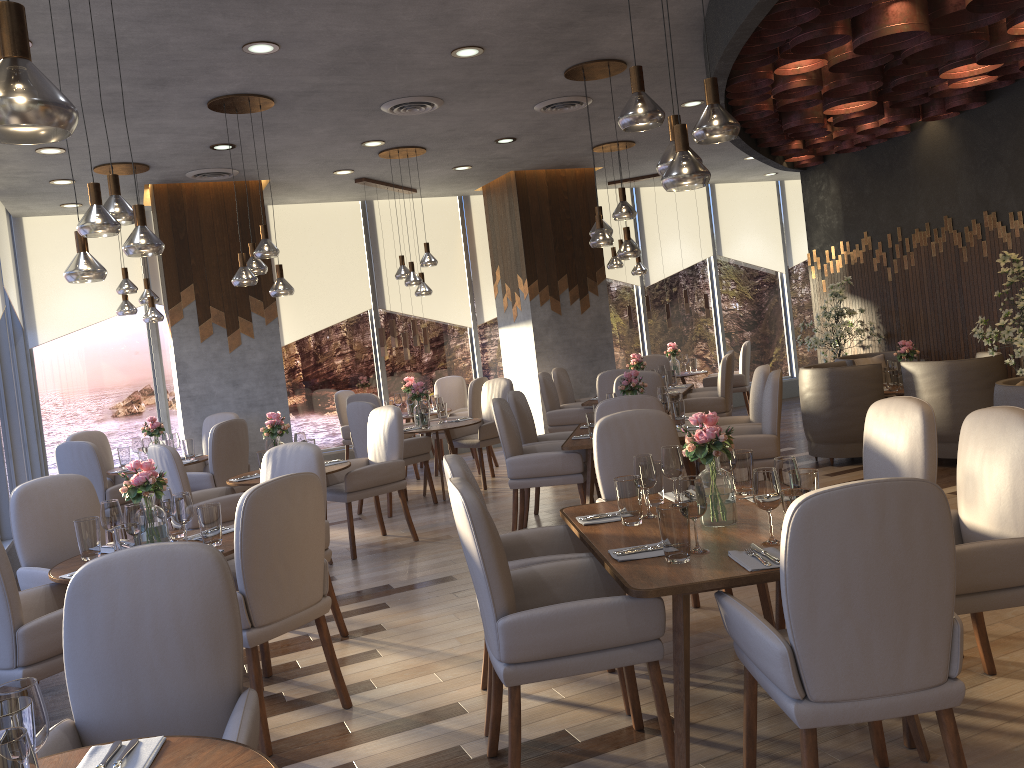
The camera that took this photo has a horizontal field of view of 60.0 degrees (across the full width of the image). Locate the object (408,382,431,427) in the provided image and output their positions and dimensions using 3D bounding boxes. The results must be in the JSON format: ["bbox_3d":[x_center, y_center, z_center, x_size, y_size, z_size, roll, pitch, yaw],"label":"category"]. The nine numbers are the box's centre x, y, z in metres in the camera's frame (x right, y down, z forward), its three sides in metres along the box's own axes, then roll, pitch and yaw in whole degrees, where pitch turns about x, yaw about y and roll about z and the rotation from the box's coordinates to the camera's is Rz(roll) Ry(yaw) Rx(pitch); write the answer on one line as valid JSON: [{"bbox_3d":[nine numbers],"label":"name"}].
[{"bbox_3d":[-0.858,0.186,8.256,0.210,0.415,0.198,-6,2,25],"label":"object"}]

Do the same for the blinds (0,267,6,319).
[{"bbox_3d":[-4.472,-1.672,7.466,0.007,2.678,1.173,-7,2,-23],"label":"blinds"}]

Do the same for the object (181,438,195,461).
[{"bbox_3d":[-2.766,0.563,7.591,0.102,0.178,0.102,-5,3,39],"label":"object"}]

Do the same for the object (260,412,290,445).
[{"bbox_3d":[-1.642,0.398,6.194,0.210,0.415,0.198,-5,2,40],"label":"object"}]

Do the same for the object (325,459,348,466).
[{"bbox_3d":[-1.298,0.556,6.227,0.255,0.019,0.157,-9,4,-38],"label":"object"}]

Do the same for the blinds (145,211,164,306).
[{"bbox_3d":[-3.499,-1.925,9.908,1.175,2.678,0.007,-7,2,-23],"label":"blinds"}]

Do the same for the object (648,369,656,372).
[{"bbox_3d":[1.394,-0.021,8.776,0.092,0.244,0.092,-7,2,-27],"label":"object"}]

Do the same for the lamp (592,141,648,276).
[{"bbox_3d":[1.107,-1.758,9.016,0.440,1.325,0.439,-8,2,-38],"label":"lamp"}]

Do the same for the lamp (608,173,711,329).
[{"bbox_3d":[1.888,-1.672,11.178,1.160,1.929,0.118,-6,2,22],"label":"lamp"}]

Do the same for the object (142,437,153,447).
[{"bbox_3d":[-3.037,0.572,7.401,0.092,0.244,0.092,-8,2,-42],"label":"object"}]

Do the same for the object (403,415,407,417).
[{"bbox_3d":[-1.231,0.351,9.550,0.157,0.019,0.255,-5,4,22],"label":"object"}]

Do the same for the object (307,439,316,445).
[{"bbox_3d":[-1.445,0.487,6.318,0.102,0.178,0.102,-7,2,-2],"label":"object"}]

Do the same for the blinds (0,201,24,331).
[{"bbox_3d":[-4.982,-1.874,8.609,0.007,2.678,1.173,-7,2,-23],"label":"blinds"}]

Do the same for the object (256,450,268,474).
[{"bbox_3d":[-1.635,0.535,5.889,0.102,0.178,0.102,-6,2,16],"label":"object"}]

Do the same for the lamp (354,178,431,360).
[{"bbox_3d":[-1.257,-1.227,9.742,0.118,1.929,1.163,-6,2,22],"label":"lamp"}]

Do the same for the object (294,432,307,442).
[{"bbox_3d":[-1.475,0.464,6.211,0.092,0.244,0.092,-5,2,32],"label":"object"}]

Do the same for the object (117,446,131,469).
[{"bbox_3d":[-3.286,0.626,7.524,0.102,0.178,0.102,-7,2,-12],"label":"object"}]

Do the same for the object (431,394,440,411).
[{"bbox_3d":[-0.839,0.209,9.820,0.102,0.178,0.102,-7,2,-20],"label":"object"}]

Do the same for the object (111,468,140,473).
[{"bbox_3d":[-3.170,0.705,7.327,0.157,0.019,0.255,-5,4,28],"label":"object"}]

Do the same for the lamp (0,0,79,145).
[{"bbox_3d":[-1.025,-1.064,1.460,0.440,1.325,0.439,-7,2,-24],"label":"lamp"}]

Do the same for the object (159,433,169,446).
[{"bbox_3d":[-3.023,0.552,7.712,0.092,0.244,0.092,-6,2,7],"label":"object"}]

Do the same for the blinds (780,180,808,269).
[{"bbox_3d":[4.486,-3.108,13.326,1.175,2.678,0.007,-7,2,-23],"label":"blinds"}]

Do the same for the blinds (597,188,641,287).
[{"bbox_3d":[1.071,-2.586,11.864,1.175,2.678,0.007,-7,2,-23],"label":"blinds"}]

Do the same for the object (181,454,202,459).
[{"bbox_3d":[-2.866,0.642,7.795,0.157,0.019,0.255,-5,4,27],"label":"object"}]

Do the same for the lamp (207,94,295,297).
[{"bbox_3d":[-1.768,-1.252,6.046,0.440,1.325,0.439,-7,2,-21],"label":"lamp"}]

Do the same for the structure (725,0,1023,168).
[{"bbox_3d":[2.603,-2.219,4.888,2.753,0.556,9.469,-6,3,7],"label":"structure"}]

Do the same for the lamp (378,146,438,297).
[{"bbox_3d":[-0.932,-1.473,8.162,0.440,1.325,0.439,-7,2,-16],"label":"lamp"}]

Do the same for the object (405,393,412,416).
[{"bbox_3d":[-1.108,0.218,9.640,0.092,0.244,0.092,-5,2,41],"label":"object"}]

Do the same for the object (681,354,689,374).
[{"bbox_3d":[2.200,-0.257,11.250,0.092,0.244,0.092,-8,2,-32],"label":"object"}]

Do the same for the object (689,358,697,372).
[{"bbox_3d":[2.305,-0.238,11.291,0.102,0.178,0.102,-8,3,-38],"label":"object"}]

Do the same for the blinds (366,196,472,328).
[{"bbox_3d":[-1.186,-1.955,10.891,1.175,2.678,0.007,-7,2,-23],"label":"blinds"}]

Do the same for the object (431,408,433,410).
[{"bbox_3d":[-0.954,0.290,10.036,0.157,0.019,0.255,-5,4,28],"label":"object"}]

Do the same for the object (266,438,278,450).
[{"bbox_3d":[-1.614,0.493,5.994,0.092,0.244,0.092,-8,2,-37],"label":"object"}]

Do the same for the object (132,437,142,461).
[{"bbox_3d":[-3.185,0.580,7.551,0.092,0.244,0.092,-7,2,-21],"label":"object"}]

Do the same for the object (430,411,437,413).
[{"bbox_3d":[-0.847,0.300,9.657,0.255,0.019,0.158,-5,4,24],"label":"object"}]

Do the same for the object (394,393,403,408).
[{"bbox_3d":[-1.251,0.226,9.786,0.092,0.244,0.092,-5,2,45],"label":"object"}]

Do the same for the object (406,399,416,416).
[{"bbox_3d":[-1.075,0.253,9.536,0.102,0.178,0.102,-8,3,-42],"label":"object"}]

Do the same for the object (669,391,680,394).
[{"bbox_3d":[1.502,0.088,8.643,0.255,0.019,0.158,-5,4,21],"label":"object"}]

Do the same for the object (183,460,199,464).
[{"bbox_3d":[-2.773,0.654,7.428,0.255,0.019,0.158,-5,4,23],"label":"object"}]

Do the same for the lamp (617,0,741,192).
[{"bbox_3d":[0.550,-1.347,3.181,0.439,1.325,0.440,-6,2,16],"label":"lamp"}]

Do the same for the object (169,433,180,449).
[{"bbox_3d":[-2.875,0.544,7.564,0.092,0.244,0.092,-8,2,-42],"label":"object"}]

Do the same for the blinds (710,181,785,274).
[{"bbox_3d":[3.353,-2.883,12.840,1.175,2.678,0.007,-7,2,-23],"label":"blinds"}]

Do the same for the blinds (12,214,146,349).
[{"bbox_3d":[-4.641,-1.765,9.419,1.175,2.678,0.007,-7,2,-23],"label":"blinds"}]

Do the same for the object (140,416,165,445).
[{"bbox_3d":[-3.045,0.478,7.551,0.197,0.415,0.210,-6,2,14],"label":"object"}]

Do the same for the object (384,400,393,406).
[{"bbox_3d":[-1.350,0.272,9.755,0.102,0.178,0.102,-6,2,16],"label":"object"}]

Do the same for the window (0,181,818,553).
[{"bbox_3d":[-1.446,-0.700,7.750,8.051,3.196,16.159,-5,4,22],"label":"window"}]

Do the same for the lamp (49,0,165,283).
[{"bbox_3d":[-1.789,-1.117,3.830,0.440,1.325,0.439,-8,2,-30],"label":"lamp"}]

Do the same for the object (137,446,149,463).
[{"bbox_3d":[-3.017,0.609,7.293,0.102,0.178,0.102,-7,2,-6],"label":"object"}]

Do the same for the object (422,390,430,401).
[{"bbox_3d":[-0.949,0.191,9.794,0.092,0.244,0.092,-6,2,26],"label":"object"}]

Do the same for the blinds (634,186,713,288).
[{"bbox_3d":[2.213,-2.723,12.352,1.175,2.678,0.007,-7,2,-23],"label":"blinds"}]

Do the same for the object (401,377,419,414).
[{"bbox_3d":[-1.112,0.122,9.815,0.210,0.415,0.198,-7,2,-10],"label":"object"}]

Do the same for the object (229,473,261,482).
[{"bbox_3d":[-1.765,0.624,5.981,0.255,0.019,0.157,-9,4,-40],"label":"object"}]

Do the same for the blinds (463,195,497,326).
[{"bbox_3d":[-0.049,-2.133,11.378,1.175,2.678,0.007,-7,2,-23],"label":"blinds"}]

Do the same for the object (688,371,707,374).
[{"bbox_3d":[2.320,-0.150,11.127,0.255,0.019,0.158,-6,3,16],"label":"object"}]

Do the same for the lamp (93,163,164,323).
[{"bbox_3d":[-3.236,-1.172,7.536,0.439,1.325,0.440,-5,2,34],"label":"lamp"}]

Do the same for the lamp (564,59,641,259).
[{"bbox_3d":[0.657,-1.539,6.210,0.440,1.325,0.439,-7,2,-18],"label":"lamp"}]

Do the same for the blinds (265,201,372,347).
[{"bbox_3d":[-2.326,-1.803,10.404,1.175,2.678,0.007,-7,2,-23],"label":"blinds"}]

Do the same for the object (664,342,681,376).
[{"bbox_3d":[2.030,-0.316,11.126,0.210,0.415,0.198,-5,3,45],"label":"object"}]

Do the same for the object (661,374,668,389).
[{"bbox_3d":[1.502,-0.002,8.807,0.102,0.178,0.102,-8,2,-33],"label":"object"}]
